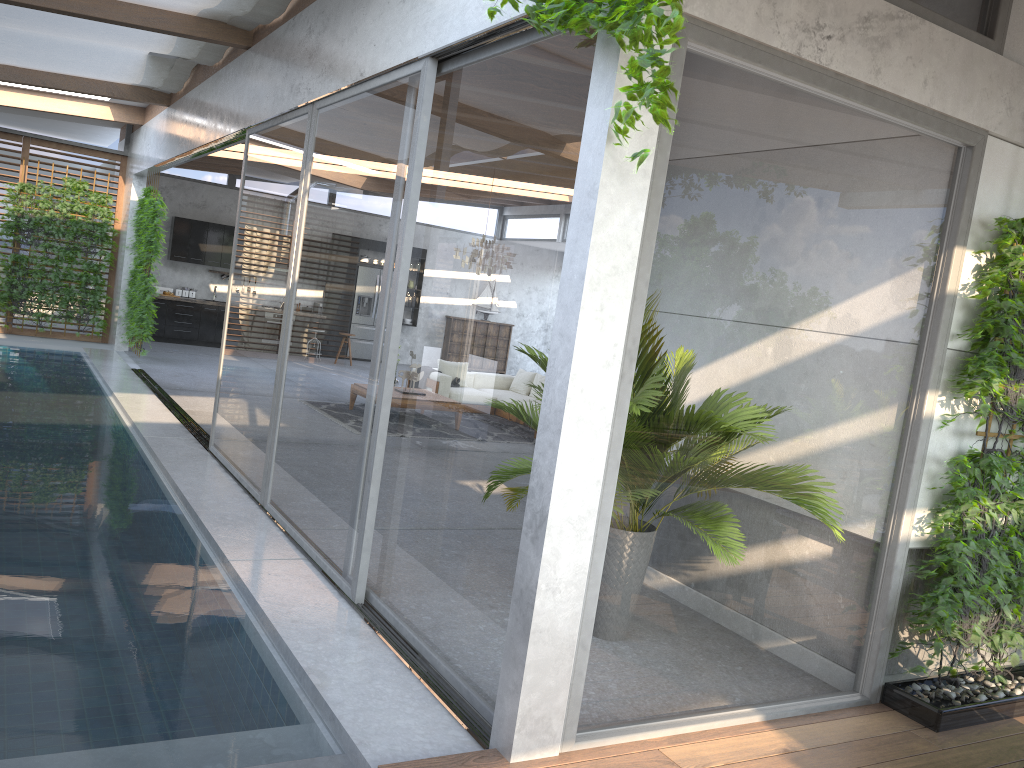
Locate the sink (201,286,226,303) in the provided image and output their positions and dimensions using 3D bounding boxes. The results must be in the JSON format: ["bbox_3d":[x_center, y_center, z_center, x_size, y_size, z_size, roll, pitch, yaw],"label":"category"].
[{"bbox_3d":[-5.595,-1.588,16.772,0.526,0.514,0.514,5,6,-31],"label":"sink"}]

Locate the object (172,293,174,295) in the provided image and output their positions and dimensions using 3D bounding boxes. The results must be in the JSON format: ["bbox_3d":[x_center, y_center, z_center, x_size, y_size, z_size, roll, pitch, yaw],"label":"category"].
[{"bbox_3d":[-6.240,-1.651,16.252,0.083,0.055,0.073,12,6,35],"label":"object"}]

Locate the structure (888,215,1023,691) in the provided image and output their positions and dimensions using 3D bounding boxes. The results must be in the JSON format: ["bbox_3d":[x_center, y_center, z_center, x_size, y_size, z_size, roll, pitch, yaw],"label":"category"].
[{"bbox_3d":[2.712,0.218,4.386,1.851,2.669,0.500,6,6,-30],"label":"structure"}]

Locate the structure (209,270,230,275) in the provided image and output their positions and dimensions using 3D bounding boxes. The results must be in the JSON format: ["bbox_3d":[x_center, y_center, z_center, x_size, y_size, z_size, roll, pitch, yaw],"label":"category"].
[{"bbox_3d":[-5.362,-2.113,17.109,0.932,0.046,0.081,5,6,-31],"label":"structure"}]

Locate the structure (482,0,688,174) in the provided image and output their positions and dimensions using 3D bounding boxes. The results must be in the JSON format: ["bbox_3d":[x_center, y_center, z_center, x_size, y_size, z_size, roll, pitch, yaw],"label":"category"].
[{"bbox_3d":[0.227,-1.647,2.619,0.918,2.054,1.822,5,6,-33],"label":"structure"}]

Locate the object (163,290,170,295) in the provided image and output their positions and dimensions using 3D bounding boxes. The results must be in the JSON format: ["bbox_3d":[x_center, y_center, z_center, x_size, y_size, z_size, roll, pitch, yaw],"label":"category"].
[{"bbox_3d":[-6.302,-1.668,16.164,0.086,0.087,0.090,12,6,36],"label":"object"}]

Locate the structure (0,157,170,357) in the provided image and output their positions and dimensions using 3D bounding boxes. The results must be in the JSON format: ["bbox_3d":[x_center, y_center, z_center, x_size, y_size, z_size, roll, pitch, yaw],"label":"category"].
[{"bbox_3d":[-5.660,-1.487,9.591,2.739,2.687,10.282,7,5,-14],"label":"structure"}]

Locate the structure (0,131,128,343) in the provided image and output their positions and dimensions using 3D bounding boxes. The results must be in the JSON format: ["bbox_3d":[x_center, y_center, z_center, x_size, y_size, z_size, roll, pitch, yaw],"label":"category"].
[{"bbox_3d":[-8.344,-2.373,13.525,4.313,3.079,0.085,5,6,-31],"label":"structure"}]

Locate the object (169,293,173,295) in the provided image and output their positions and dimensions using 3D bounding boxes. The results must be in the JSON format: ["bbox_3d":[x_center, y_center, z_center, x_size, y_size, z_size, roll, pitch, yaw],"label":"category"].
[{"bbox_3d":[-6.246,-1.651,16.224,0.083,0.057,0.072,12,6,35],"label":"object"}]

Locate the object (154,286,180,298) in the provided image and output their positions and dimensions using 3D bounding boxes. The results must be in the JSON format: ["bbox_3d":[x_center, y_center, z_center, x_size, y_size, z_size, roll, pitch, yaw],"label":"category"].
[{"bbox_3d":[-6.363,-1.699,16.328,0.381,0.134,0.590,4,7,-42],"label":"object"}]

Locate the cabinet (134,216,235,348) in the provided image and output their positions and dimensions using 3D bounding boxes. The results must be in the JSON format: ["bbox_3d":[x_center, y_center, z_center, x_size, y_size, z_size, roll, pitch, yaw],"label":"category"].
[{"bbox_3d":[-4.486,-1.854,17.390,5.901,2.502,0.709,5,6,-32],"label":"cabinet"}]

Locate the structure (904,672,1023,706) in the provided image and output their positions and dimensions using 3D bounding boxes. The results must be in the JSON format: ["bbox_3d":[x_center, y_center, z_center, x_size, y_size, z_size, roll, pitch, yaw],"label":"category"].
[{"bbox_3d":[2.233,1.466,4.266,0.928,0.044,0.231,5,6,-31],"label":"structure"}]

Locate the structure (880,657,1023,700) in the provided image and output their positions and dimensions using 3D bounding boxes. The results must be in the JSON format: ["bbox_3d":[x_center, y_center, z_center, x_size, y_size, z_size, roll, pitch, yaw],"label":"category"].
[{"bbox_3d":[2.047,1.153,5.598,2.012,0.595,2.203,5,6,-31],"label":"structure"}]

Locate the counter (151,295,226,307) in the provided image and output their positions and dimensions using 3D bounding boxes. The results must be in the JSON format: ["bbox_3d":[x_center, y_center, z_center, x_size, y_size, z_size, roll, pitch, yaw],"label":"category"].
[{"bbox_3d":[-5.433,-1.512,16.877,3.805,0.061,0.607,5,6,-31],"label":"counter"}]

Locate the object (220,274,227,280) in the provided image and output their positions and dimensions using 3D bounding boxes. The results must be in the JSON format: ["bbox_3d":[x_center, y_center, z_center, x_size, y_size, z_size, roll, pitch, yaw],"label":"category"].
[{"bbox_3d":[-5.532,-2.066,17.003,0.117,0.139,0.093,6,6,-29],"label":"object"}]

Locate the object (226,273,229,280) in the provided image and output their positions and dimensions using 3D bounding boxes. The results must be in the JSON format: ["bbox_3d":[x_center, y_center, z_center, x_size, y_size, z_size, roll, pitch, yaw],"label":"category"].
[{"bbox_3d":[-5.434,-2.056,17.051,0.117,0.139,0.093,7,5,-14],"label":"object"}]

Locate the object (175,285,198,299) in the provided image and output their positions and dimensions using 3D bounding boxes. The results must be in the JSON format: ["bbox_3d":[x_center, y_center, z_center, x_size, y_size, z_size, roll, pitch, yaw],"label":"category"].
[{"bbox_3d":[-6.140,-1.731,16.676,0.405,0.200,0.147,6,6,-29],"label":"object"}]

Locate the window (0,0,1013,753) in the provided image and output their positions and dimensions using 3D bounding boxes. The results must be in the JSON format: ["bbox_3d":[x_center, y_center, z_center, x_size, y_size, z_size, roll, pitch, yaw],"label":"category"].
[{"bbox_3d":[-1.115,-1.421,11.152,14.294,3.764,23.280,5,6,-31],"label":"window"}]
